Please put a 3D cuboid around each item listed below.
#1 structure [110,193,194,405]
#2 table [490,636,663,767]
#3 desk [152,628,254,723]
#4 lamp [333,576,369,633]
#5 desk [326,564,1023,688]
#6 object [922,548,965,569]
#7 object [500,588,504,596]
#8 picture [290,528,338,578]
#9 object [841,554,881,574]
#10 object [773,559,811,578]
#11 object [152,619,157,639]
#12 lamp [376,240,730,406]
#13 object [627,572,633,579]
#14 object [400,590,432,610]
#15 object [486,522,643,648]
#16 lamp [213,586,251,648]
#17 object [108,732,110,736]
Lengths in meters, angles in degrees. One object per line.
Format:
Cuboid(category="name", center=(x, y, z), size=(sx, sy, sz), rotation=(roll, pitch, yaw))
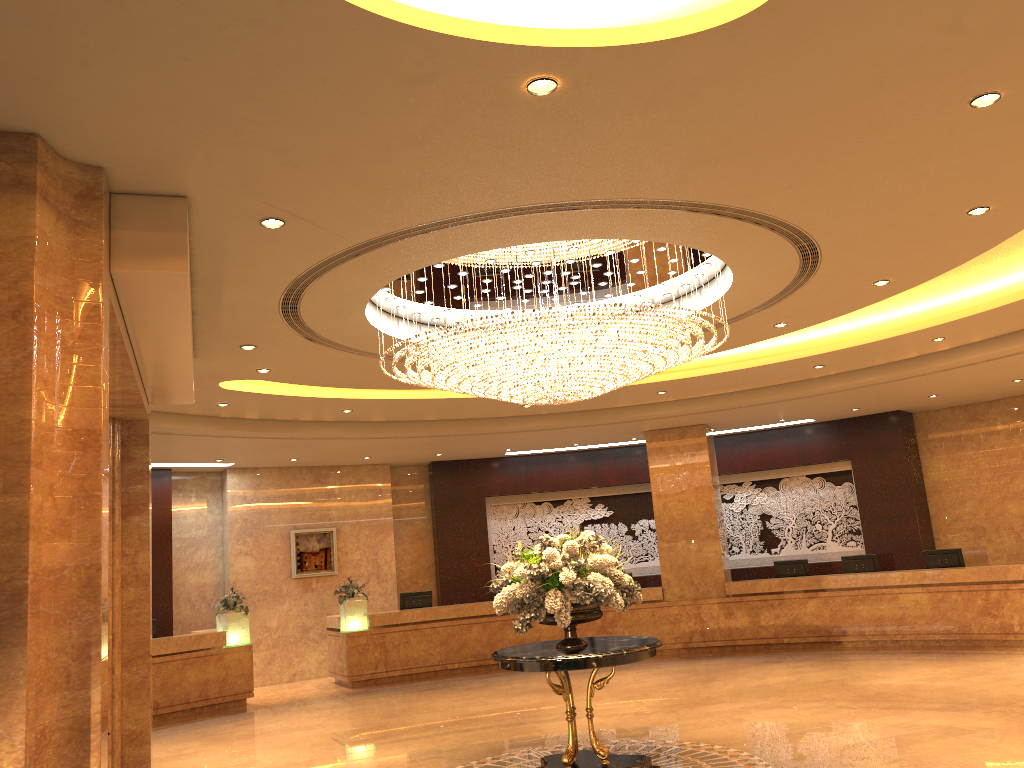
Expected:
Cuboid(category="structure", center=(-2.801, -0.458, 7.129), size=(0.425, 0.483, 4.113), rotation=(-1, -12, -19))
Cuboid(category="table", center=(0.599, 2.805, 7.600), size=(1.493, 1.089, 1.493), rotation=(1, -12, -26))
Cuboid(category="desk", center=(-6.022, 4.309, 12.485), size=(1.570, 1.155, 5.227), rotation=(-12, -13, 34))
Cuboid(category="lamp", center=(-2.750, 3.764, 15.219), size=(0.577, 0.925, 0.542), rotation=(-1, -12, -17))
Cuboid(category="desk", center=(3.135, 4.019, 14.994), size=(12.951, 1.155, 3.466), rotation=(-8, -12, 14))
Cuboid(category="object", center=(6.968, 2.914, 14.282), size=(0.430, 0.500, 0.531), rotation=(-3, -11, -12))
Cuboid(category="object", center=(0.040, 3.929, 16.407), size=(0.531, 0.500, 0.430), rotation=(-11, -13, 30))
Cuboid(category="picture", center=(-3.779, 3.223, 16.959), size=(0.875, 0.890, 0.068), rotation=(1, -13, -28))
Cuboid(category="object", center=(5.937, 3.158, 15.068), size=(0.430, 0.500, 0.531), rotation=(-1, -12, -17))
Cuboid(category="object", center=(4.946, 3.354, 15.629), size=(0.430, 0.500, 0.531), rotation=(0, -12, -23))
Cuboid(category="object", center=(-5.774, 3.820, 13.259), size=(0.918, 0.500, 0.397), rotation=(4, -14, -37))
Cuboid(category="lamp", center=(0.376, -0.410, 8.256), size=(3.206, 1.196, 3.204), rotation=(-8, -12, 17))
Cuboid(category="object", center=(1.953, 3.774, 16.454), size=(0.531, 0.500, 0.430), rotation=(-15, -15, 41))
Cuboid(category="object", center=(-1.725, 4.001, 16.004), size=(0.531, 0.500, 0.430), rotation=(-8, -12, 17))
Cuboid(category="object", center=(0.483, 1.792, 7.823), size=(1.277, 0.999, 1.318), rotation=(-7, -11, 11))
Cuboid(category="lamp", center=(-4.463, 3.688, 14.097), size=(0.570, 0.923, 0.580), rotation=(0, -12, -23))
Cuboid(category="object", center=(-3.989, 2.448, 7.084), size=(1.250, 2.363, 0.843), rotation=(4, -14, -38))
